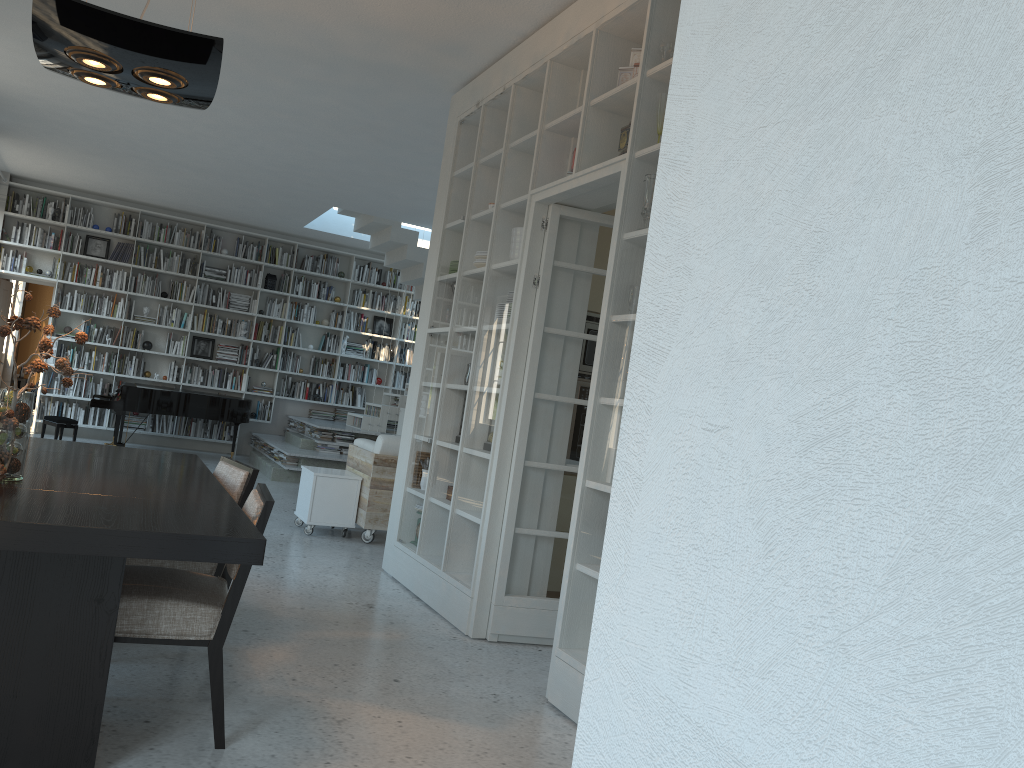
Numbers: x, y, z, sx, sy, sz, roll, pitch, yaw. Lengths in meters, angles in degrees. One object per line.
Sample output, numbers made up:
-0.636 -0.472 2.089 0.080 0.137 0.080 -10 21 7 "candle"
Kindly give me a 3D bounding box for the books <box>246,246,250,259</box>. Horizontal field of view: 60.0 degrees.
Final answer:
-3.749 -1.848 12.577 0.033 0.203 0.166 9 -1 -24 "books"

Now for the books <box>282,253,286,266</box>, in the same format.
-3.302 -1.776 12.776 0.024 0.201 0.180 9 -1 -24 "books"

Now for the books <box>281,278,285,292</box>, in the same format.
-3.321 -1.416 12.801 0.024 0.217 0.168 9 -1 -24 "books"

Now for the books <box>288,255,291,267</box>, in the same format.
-3.235 -1.761 12.817 0.022 0.194 0.181 9 -1 -24 "books"

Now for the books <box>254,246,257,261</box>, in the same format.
-3.669 -1.850 12.643 0.026 0.233 0.137 9 -1 -24 "books"

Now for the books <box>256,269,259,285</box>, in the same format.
-3.649 -1.509 12.664 0.010 0.299 0.133 9 -1 -24 "books"

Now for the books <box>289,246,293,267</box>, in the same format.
-3.217 -1.827 12.841 0.012 0.329 0.128 9 -1 -24 "books"

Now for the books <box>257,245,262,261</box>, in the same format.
-3.612 -1.847 12.646 0.028 0.244 0.161 9 -1 -24 "books"

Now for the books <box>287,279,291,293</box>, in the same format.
-3.233 -1.402 12.812 0.008 0.213 0.223 9 -2 -24 "books"

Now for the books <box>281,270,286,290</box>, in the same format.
-3.317 -1.477 12.800 0.025 0.339 0.142 9 -1 -24 "books"

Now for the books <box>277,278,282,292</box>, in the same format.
-3.356 -1.420 12.790 0.019 0.213 0.156 9 -1 -24 "books"

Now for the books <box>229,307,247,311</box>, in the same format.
-3.886 -1.055 12.563 0.254 0.012 0.161 9 -2 -21 "books"

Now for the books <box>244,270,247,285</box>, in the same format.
-3.798 -1.502 12.592 0.011 0.239 0.139 9 -1 -24 "books"

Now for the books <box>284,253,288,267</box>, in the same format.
-3.275 -1.778 12.784 0.031 0.213 0.169 9 -1 -24 "books"

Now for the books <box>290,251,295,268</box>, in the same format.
-3.190 -1.785 12.819 0.029 0.253 0.186 9 -1 -24 "books"

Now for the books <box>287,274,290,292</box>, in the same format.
-3.247 -1.442 12.842 0.005 0.292 0.130 9 -1 -24 "books"

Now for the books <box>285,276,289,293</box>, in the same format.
-3.259 -1.423 12.800 0.013 0.248 0.186 9 -1 -24 "books"

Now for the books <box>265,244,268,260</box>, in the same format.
-3.527 -1.851 12.675 0.008 0.278 0.170 9 -1 -24 "books"

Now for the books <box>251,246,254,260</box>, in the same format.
-3.697 -1.847 12.600 0.012 0.217 0.179 9 -1 -24 "books"

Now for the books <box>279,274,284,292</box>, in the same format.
-3.332 -1.447 12.764 0.021 0.272 0.190 9 -1 -24 "books"

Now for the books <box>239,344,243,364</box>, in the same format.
-3.869 -0.427 12.622 0.011 0.299 0.130 9 -1 -24 "books"

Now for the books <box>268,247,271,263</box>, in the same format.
-3.482 -1.825 12.681 0.007 0.239 0.191 9 -1 -24 "books"

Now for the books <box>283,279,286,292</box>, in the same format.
-3.299 -1.410 12.809 0.013 0.210 0.140 9 -1 -24 "books"

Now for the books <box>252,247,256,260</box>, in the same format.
-3.676 -1.837 12.592 0.023 0.202 0.193 9 -1 -24 "books"

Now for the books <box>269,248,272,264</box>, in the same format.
-3.458 -1.831 12.710 0.034 0.261 0.157 9 -1 -24 "books"

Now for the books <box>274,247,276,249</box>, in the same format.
-3.429 -1.827 12.751 0.007 0.264 0.133 9 -1 -24 "books"

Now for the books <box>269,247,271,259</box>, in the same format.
-3.481 -1.834 12.697 0.006 0.259 0.166 9 -1 -24 "books"

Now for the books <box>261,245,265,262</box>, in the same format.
-3.567 -1.846 12.675 0.022 0.257 0.136 9 -1 -24 "books"

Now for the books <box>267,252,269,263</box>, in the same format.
-3.506 -1.804 12.699 0.015 0.192 0.160 9 -1 -24 "books"

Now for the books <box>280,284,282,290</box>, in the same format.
-3.348 -1.411 12.801 0.022 0.199 0.143 9 -1 -24 "books"

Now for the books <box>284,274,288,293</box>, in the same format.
-3.285 -1.446 12.833 0.013 0.289 0.131 9 -1 -24 "books"

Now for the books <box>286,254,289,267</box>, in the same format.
-3.259 -1.770 12.814 0.025 0.203 0.162 9 -1 -24 "books"

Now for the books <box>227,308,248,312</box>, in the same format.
-3.887 -1.043 12.561 0.254 0.012 0.160 9 -2 -28 "books"

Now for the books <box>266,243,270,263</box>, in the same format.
-3.506 -1.858 12.689 0.007 0.298 0.181 9 -1 -24 "books"

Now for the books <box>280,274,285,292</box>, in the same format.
-3.323 -1.445 12.783 0.022 0.272 0.181 9 -1 -24 "books"

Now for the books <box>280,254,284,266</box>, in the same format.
-3.324 -1.769 12.766 0.022 0.180 0.173 9 -1 -24 "books"

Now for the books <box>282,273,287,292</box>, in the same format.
-3.298 -1.449 12.787 0.021 0.288 0.179 9 -1 -24 "books"

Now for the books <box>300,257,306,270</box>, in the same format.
-3.047 -1.737 12.890 0.046 0.206 0.183 9 -1 -24 "books"

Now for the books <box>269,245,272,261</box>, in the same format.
-3.479 -1.843 12.710 0.007 0.279 0.150 9 -1 -24 "books"

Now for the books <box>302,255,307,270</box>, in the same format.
-3.022 -1.753 12.907 0.009 0.244 0.173 9 -1 -24 "books"

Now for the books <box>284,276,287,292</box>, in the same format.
-3.284 -1.430 12.804 0.005 0.255 0.158 9 -1 -24 "books"

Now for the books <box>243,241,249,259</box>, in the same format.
-3.779 -1.886 12.582 0.028 0.270 0.140 9 -1 -24 "books"

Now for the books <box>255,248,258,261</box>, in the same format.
-3.651 -1.833 12.645 0.014 0.204 0.135 9 -1 -24 "books"

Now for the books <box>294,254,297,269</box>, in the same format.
-3.157 -1.767 12.844 0.033 0.229 0.175 9 -1 -24 "books"

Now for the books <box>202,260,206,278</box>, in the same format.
-4.292 -1.587 12.333 0.021 0.249 0.191 9 -1 -24 "books"

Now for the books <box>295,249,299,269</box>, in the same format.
-3.130 -1.801 12.845 0.019 0.304 0.175 9 -1 -24 "books"

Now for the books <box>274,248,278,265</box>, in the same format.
-3.389 -1.817 12.734 0.054 0.254 0.190 9 -1 -24 "books"

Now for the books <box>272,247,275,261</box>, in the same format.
-3.442 -1.829 12.726 0.008 0.262 0.142 9 -1 -24 "books"

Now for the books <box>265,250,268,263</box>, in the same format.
-3.530 -1.813 12.699 0.016 0.204 0.143 9 -1 -24 "books"

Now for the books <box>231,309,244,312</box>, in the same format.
-3.892 -1.031 12.569 0.254 0.012 0.161 9 -2 -24 "books"

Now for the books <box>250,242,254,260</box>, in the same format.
-3.699 -1.875 12.587 0.010 0.270 0.180 9 -1 -24 "books"

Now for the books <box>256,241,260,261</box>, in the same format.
-3.629 -1.882 12.645 0.012 0.308 0.138 9 -1 -24 "books"

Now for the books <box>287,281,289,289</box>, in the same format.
-3.268 -1.399 12.847 0.015 0.200 0.130 9 -1 -24 "books"

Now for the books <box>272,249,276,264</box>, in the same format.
-3.426 -1.813 12.714 0.015 0.233 0.171 9 -1 -24 "books"

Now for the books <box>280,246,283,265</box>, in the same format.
-3.332 -1.830 12.763 0.010 0.297 0.167 9 -1 -24 "books"

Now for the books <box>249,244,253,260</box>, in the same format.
-3.723 -1.861 12.593 0.023 0.236 0.154 9 -1 -24 "books"

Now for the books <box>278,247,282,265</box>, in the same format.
-3.358 -1.822 12.770 0.030 0.274 0.151 9 -1 -24 "books"

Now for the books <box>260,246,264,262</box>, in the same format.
-3.582 -1.839 12.661 0.014 0.238 0.153 9 -1 -24 "books"

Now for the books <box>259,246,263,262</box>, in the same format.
-3.597 -1.844 12.664 0.014 0.244 0.145 9 -1 -24 "books"
